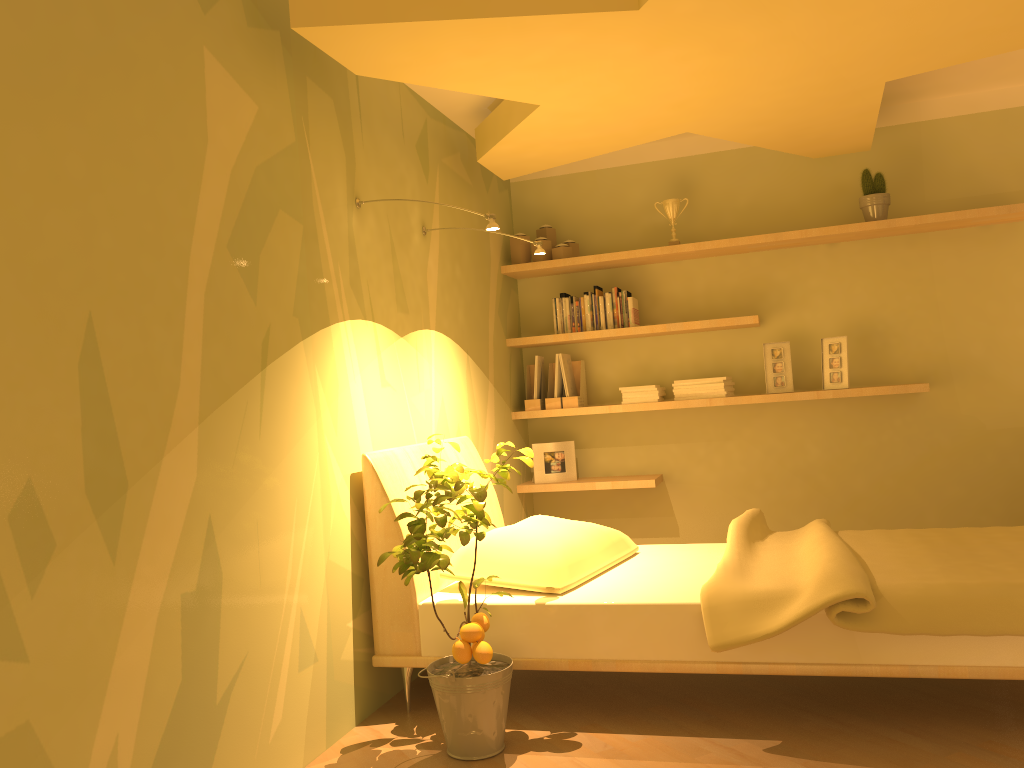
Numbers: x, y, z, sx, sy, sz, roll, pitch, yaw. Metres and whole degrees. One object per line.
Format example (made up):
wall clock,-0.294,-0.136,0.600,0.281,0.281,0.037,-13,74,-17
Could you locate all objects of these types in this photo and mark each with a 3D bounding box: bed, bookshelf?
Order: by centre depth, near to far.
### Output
bed,0.788,0.591,3.135,2.378,0.894,1.286,-5,-1,17
bookshelf,1.269,-0.124,4.592,2.605,1.240,0.300,-5,-1,17

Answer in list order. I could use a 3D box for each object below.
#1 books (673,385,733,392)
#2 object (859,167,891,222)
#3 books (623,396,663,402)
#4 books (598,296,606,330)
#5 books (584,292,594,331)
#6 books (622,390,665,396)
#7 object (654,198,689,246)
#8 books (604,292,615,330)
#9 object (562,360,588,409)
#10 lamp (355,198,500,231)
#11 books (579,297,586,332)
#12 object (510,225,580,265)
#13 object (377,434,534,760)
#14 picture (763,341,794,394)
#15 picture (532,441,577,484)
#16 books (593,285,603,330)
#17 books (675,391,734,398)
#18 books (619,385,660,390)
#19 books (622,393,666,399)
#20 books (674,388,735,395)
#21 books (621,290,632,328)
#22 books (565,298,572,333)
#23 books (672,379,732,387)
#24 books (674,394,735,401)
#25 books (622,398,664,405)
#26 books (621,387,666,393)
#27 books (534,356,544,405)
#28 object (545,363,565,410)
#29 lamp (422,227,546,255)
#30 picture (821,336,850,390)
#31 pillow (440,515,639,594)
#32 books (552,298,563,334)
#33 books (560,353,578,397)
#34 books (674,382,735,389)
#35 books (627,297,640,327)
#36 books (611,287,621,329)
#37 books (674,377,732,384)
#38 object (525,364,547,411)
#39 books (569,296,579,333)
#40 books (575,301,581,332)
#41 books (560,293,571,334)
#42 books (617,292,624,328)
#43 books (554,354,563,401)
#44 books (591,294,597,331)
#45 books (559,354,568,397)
books,1.005,0.025,4.666,0.270,0.015,0.190,-5,-1,28
object,1.796,-0.937,4.398,0.145,0.294,0.145,-4,-1,-2
books,0.705,0.079,4.769,0.190,0.015,0.270,-4,-1,14
books,0.502,-0.376,4.816,0.032,0.184,0.173,-5,-1,17
books,0.433,-0.387,4.842,0.038,0.217,0.166,-5,-1,17
books,0.709,0.048,4.765,0.190,0.015,0.270,-5,-1,16
object,0.859,-0.848,4.731,0.160,0.268,0.095,-4,-1,-13
books,0.538,-0.388,4.814,0.040,0.203,0.157,-5,-1,17
object,0.340,0.000,4.874,0.087,0.259,0.236,-5,-1,17
lamp,-0.303,-0.608,3.148,0.533,0.178,0.050,-5,-1,17
books,0.403,-0.372,4.861,0.032,0.193,0.146,-5,-1,17
object,0.181,-0.775,4.917,0.349,0.229,0.234,-5,-1,18
object,-0.141,0.620,2.581,0.372,0.944,0.828,-4,-1,10
picture,1.384,-0.083,4.611,0.134,0.264,0.171,-5,-1,16
picture,0.231,0.430,4.898,0.247,0.219,0.131,-4,-1,-5
books,0.477,-0.406,4.832,0.021,0.247,0.157,-5,-1,17
books,1.013,0.054,4.670,0.270,0.015,0.190,-5,-1,25
books,0.688,0.020,4.765,0.190,0.015,0.270,-4,-1,15
books,0.713,0.063,4.770,0.190,0.015,0.270,-5,-1,18
books,1.011,0.039,4.662,0.270,0.015,0.190,-5,-1,29
books,0.624,-0.395,4.787,0.032,0.203,0.157,-5,-1,17
books,0.325,-0.369,4.879,0.022,0.198,0.157,-5,-1,17
books,1.005,-0.005,4.685,0.270,0.015,0.190,-5,-1,28
books,1.014,0.069,4.670,0.270,0.015,0.190,-5,-1,28
books,0.706,0.094,4.769,0.190,0.015,0.270,-5,-1,16
books,0.709,0.033,4.773,0.190,0.015,0.270,-5,-1,19
books,0.149,-0.005,4.932,0.048,0.297,0.214,-4,-1,12
object,0.249,0.007,4.902,0.087,0.259,0.236,-5,-1,17
lamp,-0.120,-0.609,3.739,0.533,0.178,0.050,-5,-1,17
picture,1.659,-0.106,4.482,0.134,0.264,0.171,-5,-2,44
pillow,0.127,0.628,3.349,0.482,0.213,0.801,-5,-1,27
books,0.265,-0.367,4.898,0.040,0.203,0.157,-5,-1,17
books,0.319,-0.019,4.880,0.043,0.296,0.210,-5,-1,17
books,1.011,0.009,4.663,0.270,0.015,0.190,-5,-1,30
books,0.652,-0.378,4.767,0.032,0.163,0.178,-5,-1,17
books,0.574,-0.404,4.812,0.032,0.229,0.138,-5,-1,17
books,1.007,-0.021,4.672,0.270,0.015,0.190,-5,-1,23
object,0.128,0.017,4.939,0.087,0.259,0.236,-4,-1,12
books,0.351,-0.374,4.871,0.032,0.203,0.157,-5,-1,17
books,0.377,-0.360,4.863,0.021,0.172,0.157,-5,-1,17
books,0.301,-0.382,4.897,0.032,0.229,0.138,-5,-1,17
books,0.598,-0.391,4.795,0.022,0.198,0.157,-5,-1,17
books,0.268,-0.014,4.894,0.048,0.297,0.214,-5,-1,17
books,0.461,-0.382,4.839,0.017,0.203,0.155,-5,-1,17
books,0.310,-0.017,4.879,0.036,0.296,0.210,-5,-1,17
